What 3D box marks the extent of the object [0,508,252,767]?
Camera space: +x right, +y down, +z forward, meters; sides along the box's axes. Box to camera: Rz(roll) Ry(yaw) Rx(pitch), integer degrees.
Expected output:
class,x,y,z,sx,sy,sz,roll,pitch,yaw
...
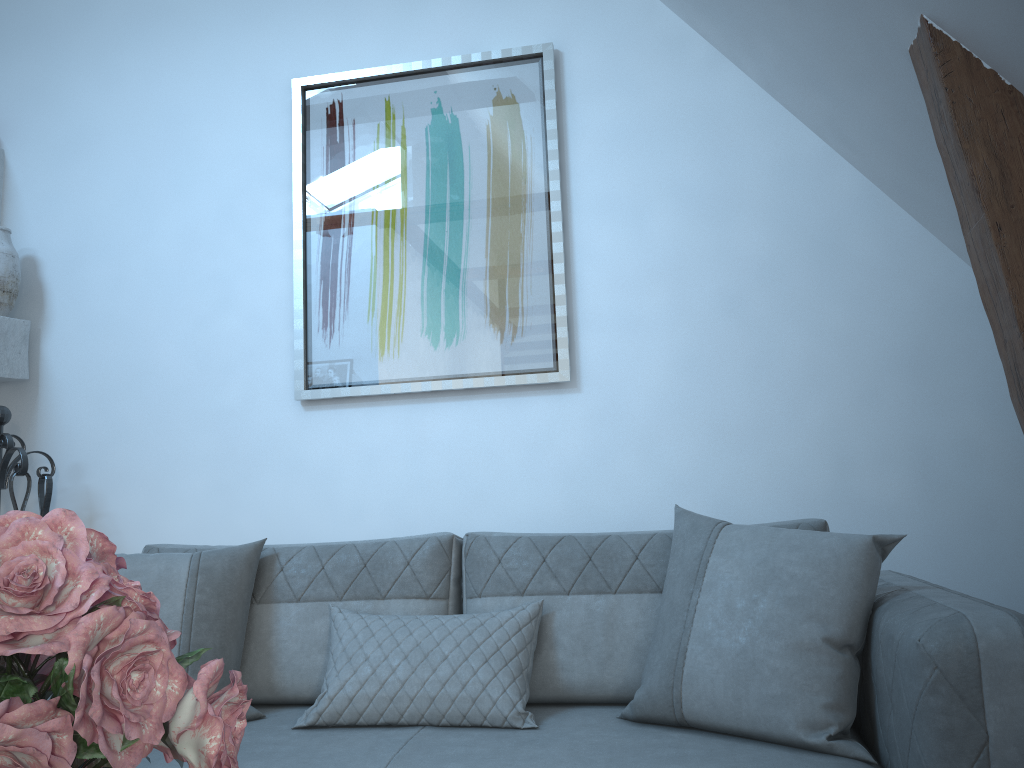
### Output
class,x,y,z,sx,sy,sz,roll,pitch,yaw
object,-0.269,0.236,0.474,0.234,0.351,0.235,2,-9,-29

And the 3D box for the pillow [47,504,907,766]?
class,x,y,z,sx,sy,sz,roll,pitch,yaw
pillow,-0.168,0.564,2.070,2.075,0.515,0.444,-4,-8,11

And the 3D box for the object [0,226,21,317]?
class,x,y,z,sx,sy,sz,roll,pitch,yaw
object,-1.908,-0.396,3.277,0.165,0.368,0.165,0,-8,-17

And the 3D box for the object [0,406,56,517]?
class,x,y,z,sx,sy,sz,roll,pitch,yaw
object,-1.695,0.688,2.898,0.376,1.245,0.376,-1,-8,-9

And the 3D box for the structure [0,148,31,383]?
class,x,y,z,sx,sy,sz,roll,pitch,yaw
structure,-3.365,-0.873,3.658,3.058,4.752,3.049,-5,-9,19

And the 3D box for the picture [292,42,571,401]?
class,x,y,z,sx,sy,sz,roll,pitch,yaw
picture,-0.306,-0.562,3.086,0.965,1.185,0.025,-4,-8,11

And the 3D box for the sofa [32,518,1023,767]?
class,x,y,z,sx,sy,sz,roll,pitch,yaw
sofa,-0.162,0.752,2.144,2.458,0.770,1.107,-4,-8,11
